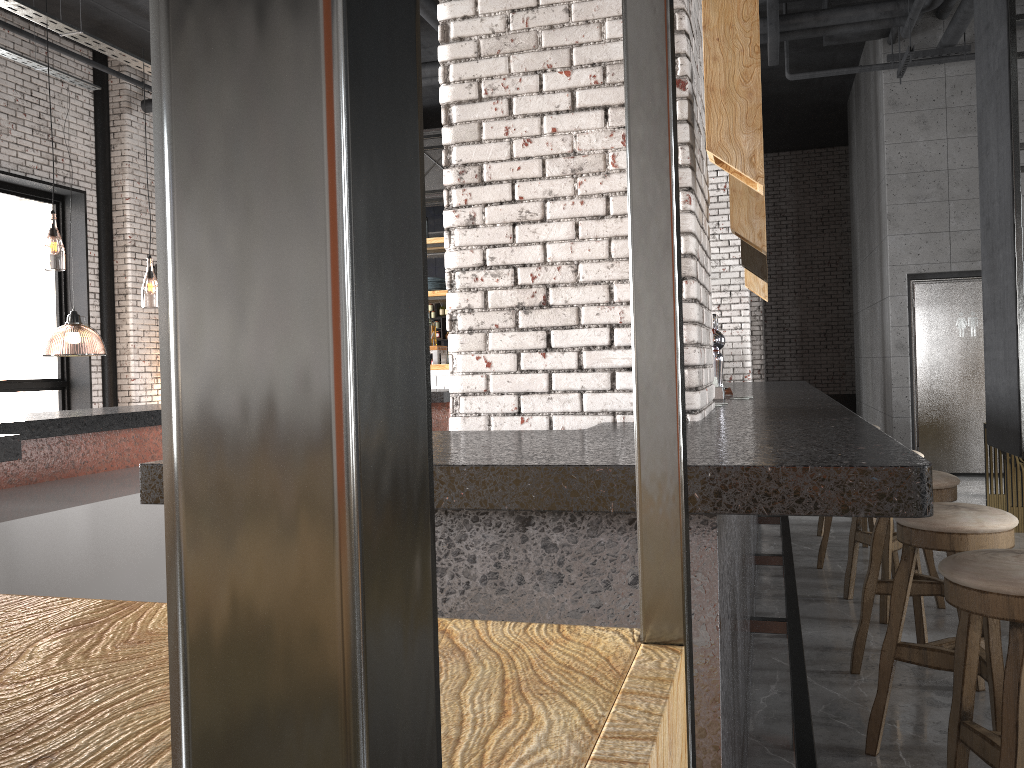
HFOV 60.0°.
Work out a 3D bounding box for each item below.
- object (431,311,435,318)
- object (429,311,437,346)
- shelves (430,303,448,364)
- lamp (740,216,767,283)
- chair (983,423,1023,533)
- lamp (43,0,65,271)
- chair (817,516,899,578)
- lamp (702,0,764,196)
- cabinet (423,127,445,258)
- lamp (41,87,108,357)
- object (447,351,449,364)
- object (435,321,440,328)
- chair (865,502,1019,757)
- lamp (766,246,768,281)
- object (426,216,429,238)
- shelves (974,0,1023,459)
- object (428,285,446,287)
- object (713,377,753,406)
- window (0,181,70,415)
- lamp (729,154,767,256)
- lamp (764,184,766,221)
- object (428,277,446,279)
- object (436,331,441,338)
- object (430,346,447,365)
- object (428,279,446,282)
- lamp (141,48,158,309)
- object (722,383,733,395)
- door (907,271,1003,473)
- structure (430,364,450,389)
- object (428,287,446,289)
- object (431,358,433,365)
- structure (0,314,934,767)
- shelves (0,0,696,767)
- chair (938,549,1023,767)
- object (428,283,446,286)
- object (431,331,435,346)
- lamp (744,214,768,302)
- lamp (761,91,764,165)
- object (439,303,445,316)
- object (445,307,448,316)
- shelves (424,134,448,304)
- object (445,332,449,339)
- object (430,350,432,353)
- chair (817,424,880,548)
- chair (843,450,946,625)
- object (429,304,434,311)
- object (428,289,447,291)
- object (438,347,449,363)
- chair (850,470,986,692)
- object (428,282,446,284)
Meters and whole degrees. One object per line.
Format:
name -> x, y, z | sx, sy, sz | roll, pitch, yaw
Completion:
object -> -1.189, -1.058, 13.515 | 0.076, 0.111, 0.076 | -2, 0, 11
object -> -0.952, -0.629, 10.048 | 0.154, 0.404, 0.154 | -2, 0, 16
shelves -> -1.731, -0.663, 13.694 | 1.761, 1.482, 0.157 | -2, 0, 16
lamp -> 1.239, -1.297, 4.610 | 0.127, 1.547, 0.127 | -2, 0, 16
chair -> 3.860, 0.664, 6.415 | 0.657, 0.730, 0.638 | -2, 1, 16
lamp -> -2.498, -1.414, 4.795 | 0.108, 1.599, 0.108 | -2, 0, -42
chair -> 2.035, 0.696, 5.291 | 0.439, 0.805, 0.480 | -2, 0, 15
lamp -> 0.512, -1.225, 2.112 | 0.127, 1.547, 0.127 | -2, 0, 16
cabinet -> -0.493, -2.715, 12.589 | 5.862, 1.768, 0.682 | -1, 0, 16
lamp -> -3.939, -1.454, 7.919 | 0.537, 2.406, 0.536 | -2, 0, -32
object -> -0.953, -0.430, 13.470 | 0.079, 0.281, 0.079 | -2, 0, 20
object -> -1.139, -0.902, 13.501 | 0.076, 0.111, 0.076 | -2, 0, -19
chair -> 1.335, 0.771, 2.645 | 0.480, 0.806, 0.439 | -2, 0, 5
lamp -> 1.603, -1.333, 5.860 | 0.127, 1.547, 0.127 | -2, 0, 16
object -> -1.025, -1.891, 10.319 | 0.098, 0.471, 0.098 | -2, 0, 39
shelves -> 2.829, -1.693, 3.059 | 1.003, 4.366, 6.149 | -2, 1, 16
object -> -0.915, -1.122, 10.343 | 0.453, 0.050, 0.454 | -1, 1, 36
object -> 0.946, 0.025, 3.890 | 0.200, 0.106, 0.767 | -1, 1, 16
window -> -5.133, -0.740, 9.149 | 0.365, 2.697, 1.535 | -2, 0, 16
lamp -> 0.876, -1.261, 3.361 | 0.127, 1.547, 0.127 | -2, 0, 16
lamp -> 1.056, -1.343, 3.986 | 0.127, 1.420, 0.127 | -2, 0, 16
object -> -0.917, -1.218, 10.342 | 0.453, 0.062, 0.454 | -1, 1, 32
object -> -1.127, -0.757, 13.519 | 0.081, 0.113, 0.071 | -2, 0, 15
object -> -1.377, -0.141, 10.177 | 1.250, 0.551, 0.315 | -1, 0, 16
object -> -0.919, -1.193, 10.342 | 0.454, 0.048, 0.454 | -1, 2, 43
lamp -> -2.241, -1.265, 5.449 | 0.108, 1.599, 0.108 | -2, 0, -2
object -> 1.095, 0.012, 4.707 | 0.091, 0.091, 0.177 | -2, 1, -9
door -> 4.638, -0.100, 9.079 | 1.120, 2.103, 0.158 | -2, 0, 16
structure -> -1.096, 0.456, 10.333 | 5.799, 1.346, 1.511 | -1, 1, 16
object -> -0.917, -1.098, 10.343 | 0.454, 0.042, 0.454 | -2, 1, -9
object -> -1.184, -0.331, 13.542 | 0.100, 0.139, 0.088 | -2, 0, 17
structure -> -0.544, 0.449, 4.860 | 4.309, 1.533, 5.878 | -1, 1, 16
shelves -> -1.743, -1.205, 0.927 | 3.659, 5.019, 0.690 | -2, 0, 16
chair -> 1.170, 0.787, 2.059 | 0.480, 0.806, 0.439 | -2, 0, -10
object -> -0.919, -1.147, 10.342 | 0.453, 0.062, 0.454 | -2, 1, -29
object -> -0.882, -0.508, 9.942 | 0.061, 0.164, 0.034 | -2, 0, -41
lamp -> 1.422, -1.286, 5.235 | 0.127, 1.607, 0.127 | -2, 0, 16
lamp -> 0.692, -1.319, 2.737 | 0.127, 1.395, 0.127 | -2, 0, 16
object -> -1.067, -1.169, 13.497 | 0.079, 0.281, 0.079 | -2, 0, -10
object -> -0.976, -1.171, 13.470 | 0.079, 0.281, 0.079 | -2, 0, 10
shelves -> -1.207, -2.486, 10.416 | 5.676, 3.066, 0.597 | -1, 0, 16
object -> -0.963, -0.735, 13.465 | 0.089, 0.108, 0.106 | -2, 1, -23
object -> -0.947, -0.293, 9.793 | 0.122, 0.165, 0.112 | -2, 0, -20
chair -> 2.415, 0.669, 6.109 | 0.439, 0.805, 0.480 | -2, 0, -15
chair -> 1.918, 0.718, 4.388 | 0.439, 0.805, 0.480 | -2, 0, 5
object -> -1.233, -1.168, 13.528 | 0.076, 0.111, 0.076 | -2, 0, 21
object -> -0.915, -1.074, 10.343 | 0.454, 0.033, 0.454 | -2, 1, -2
object -> -0.710, -0.321, 9.821 | 0.181, 0.168, 0.170 | -1, 1, 26
chair -> 1.619, 0.745, 3.491 | 0.480, 0.806, 0.439 | -2, 0, -25
object -> -0.917, -1.171, 10.341 | 0.454, 0.065, 0.452 | -2, 1, -21
